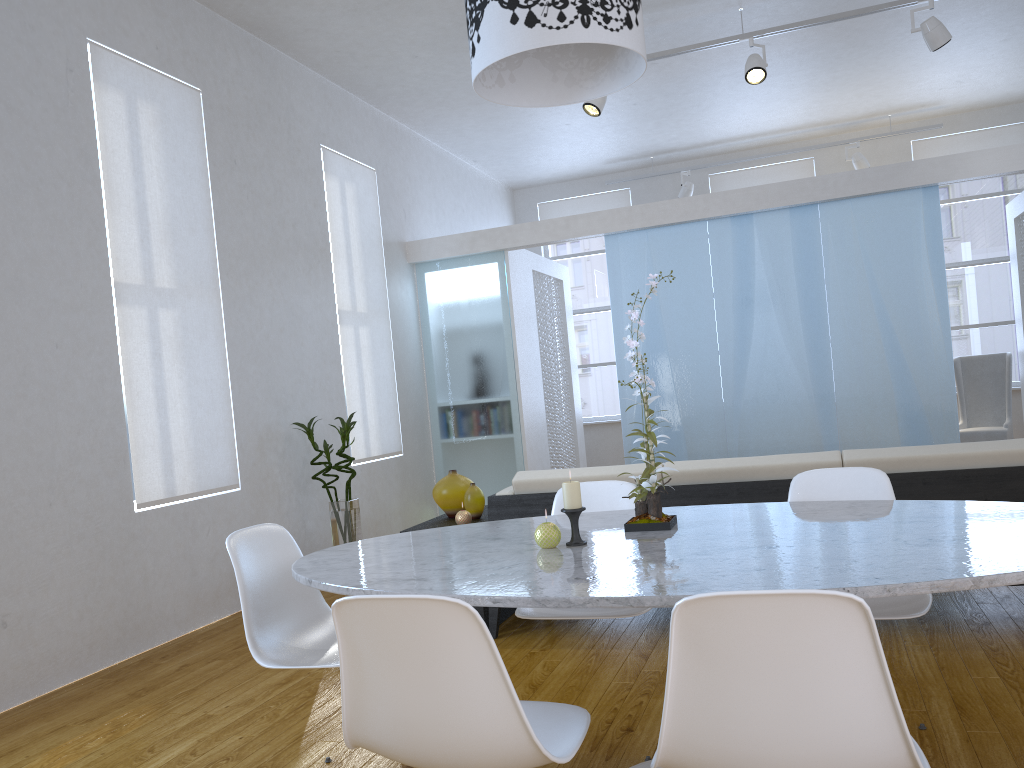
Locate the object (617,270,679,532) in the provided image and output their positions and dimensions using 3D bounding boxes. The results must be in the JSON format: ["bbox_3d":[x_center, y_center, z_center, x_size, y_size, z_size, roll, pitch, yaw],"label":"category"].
[{"bbox_3d":[0.312,0.046,2.194,0.201,0.638,0.166,-6,1,-43],"label":"object"}]

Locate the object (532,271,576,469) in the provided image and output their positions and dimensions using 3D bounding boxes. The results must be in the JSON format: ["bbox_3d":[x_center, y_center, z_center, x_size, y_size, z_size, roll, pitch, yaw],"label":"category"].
[{"bbox_3d":[0.383,0.037,7.872,0.051,2.017,0.922,-5,1,18],"label":"object"}]

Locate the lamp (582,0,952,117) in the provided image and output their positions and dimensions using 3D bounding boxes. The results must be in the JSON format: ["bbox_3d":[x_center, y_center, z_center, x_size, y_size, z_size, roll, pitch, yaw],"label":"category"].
[{"bbox_3d":[1.404,-2.065,5.472,3.120,0.487,0.205,-6,1,16],"label":"lamp"}]

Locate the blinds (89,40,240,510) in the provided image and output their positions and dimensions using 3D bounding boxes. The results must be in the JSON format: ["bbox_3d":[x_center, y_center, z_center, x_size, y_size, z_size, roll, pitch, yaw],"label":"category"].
[{"bbox_3d":[-1.668,-0.491,4.328,0.007,2.112,0.760,-5,1,19],"label":"blinds"}]

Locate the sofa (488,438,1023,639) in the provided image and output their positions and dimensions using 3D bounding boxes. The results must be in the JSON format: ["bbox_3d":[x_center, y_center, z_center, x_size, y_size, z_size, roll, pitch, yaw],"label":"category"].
[{"bbox_3d":[1.254,0.597,4.313,5.341,0.679,9.713,-6,-1,19],"label":"sofa"}]

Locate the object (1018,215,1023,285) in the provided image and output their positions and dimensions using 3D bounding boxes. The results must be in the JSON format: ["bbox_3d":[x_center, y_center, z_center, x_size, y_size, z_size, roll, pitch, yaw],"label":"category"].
[{"bbox_3d":[3.996,-0.321,6.638,0.051,2.017,0.922,-5,1,18],"label":"object"}]

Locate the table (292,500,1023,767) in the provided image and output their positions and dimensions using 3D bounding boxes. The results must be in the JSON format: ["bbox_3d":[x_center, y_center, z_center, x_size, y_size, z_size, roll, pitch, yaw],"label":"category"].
[{"bbox_3d":[0.404,0.663,2.018,1.911,0.623,1.069,-6,0,18],"label":"table"}]

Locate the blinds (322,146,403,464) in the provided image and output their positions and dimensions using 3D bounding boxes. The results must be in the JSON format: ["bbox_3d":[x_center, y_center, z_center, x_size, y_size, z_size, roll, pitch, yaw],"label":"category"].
[{"bbox_3d":[-1.035,-0.524,6.207,0.007,2.112,0.760,-5,1,19],"label":"blinds"}]

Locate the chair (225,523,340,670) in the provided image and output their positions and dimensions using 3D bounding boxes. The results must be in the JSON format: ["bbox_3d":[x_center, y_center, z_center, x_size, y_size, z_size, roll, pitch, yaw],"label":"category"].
[{"bbox_3d":[-0.498,0.540,2.310,0.419,0.352,0.405,-5,0,21],"label":"chair"}]

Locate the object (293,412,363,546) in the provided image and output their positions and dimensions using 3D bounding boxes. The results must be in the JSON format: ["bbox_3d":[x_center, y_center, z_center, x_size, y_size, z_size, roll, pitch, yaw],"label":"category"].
[{"bbox_3d":[-1.052,0.666,5.179,0.380,0.981,0.484,-6,1,-9],"label":"object"}]

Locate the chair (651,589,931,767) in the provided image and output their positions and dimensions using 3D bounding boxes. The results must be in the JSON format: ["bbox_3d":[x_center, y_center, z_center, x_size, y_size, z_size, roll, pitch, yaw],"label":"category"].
[{"bbox_3d":[0.407,0.441,1.358,0.406,0.352,0.419,-5,0,17],"label":"chair"}]

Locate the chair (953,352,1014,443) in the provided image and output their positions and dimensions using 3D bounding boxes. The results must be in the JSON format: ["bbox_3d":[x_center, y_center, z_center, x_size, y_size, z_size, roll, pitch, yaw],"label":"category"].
[{"bbox_3d":[3.989,0.233,7.520,0.472,0.961,0.378,-5,1,44],"label":"chair"}]

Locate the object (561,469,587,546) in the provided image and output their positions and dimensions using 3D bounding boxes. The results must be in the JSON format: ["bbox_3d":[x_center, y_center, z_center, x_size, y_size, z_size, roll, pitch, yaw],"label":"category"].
[{"bbox_3d":[0.142,0.286,2.068,0.059,0.176,0.059,-5,1,4],"label":"object"}]

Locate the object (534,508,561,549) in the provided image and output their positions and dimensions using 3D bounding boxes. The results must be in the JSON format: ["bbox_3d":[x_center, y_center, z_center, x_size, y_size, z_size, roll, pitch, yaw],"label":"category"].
[{"bbox_3d":[0.082,0.335,2.063,0.062,0.091,0.063,-6,0,-24],"label":"object"}]

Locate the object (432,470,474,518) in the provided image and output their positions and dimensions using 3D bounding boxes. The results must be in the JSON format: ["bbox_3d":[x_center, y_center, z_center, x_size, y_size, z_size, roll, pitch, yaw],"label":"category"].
[{"bbox_3d":[-0.264,0.505,4.098,0.207,0.215,0.207,-5,0,-30],"label":"object"}]

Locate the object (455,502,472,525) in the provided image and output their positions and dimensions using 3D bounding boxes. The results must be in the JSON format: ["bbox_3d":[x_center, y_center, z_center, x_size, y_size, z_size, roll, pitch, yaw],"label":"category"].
[{"bbox_3d":[-0.208,0.551,3.766,0.071,0.104,0.071,-6,1,-44],"label":"object"}]

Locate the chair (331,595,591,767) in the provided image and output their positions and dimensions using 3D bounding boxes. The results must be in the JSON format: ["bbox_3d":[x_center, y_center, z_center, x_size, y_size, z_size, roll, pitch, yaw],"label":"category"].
[{"bbox_3d":[-0.092,0.491,1.542,0.406,0.352,0.419,-5,0,21],"label":"chair"}]

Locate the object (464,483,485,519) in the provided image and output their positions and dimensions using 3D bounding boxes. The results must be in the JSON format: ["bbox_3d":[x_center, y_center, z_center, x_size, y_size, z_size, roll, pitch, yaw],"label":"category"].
[{"bbox_3d":[-0.168,0.522,3.956,0.095,0.160,0.096,-6,1,-30],"label":"object"}]

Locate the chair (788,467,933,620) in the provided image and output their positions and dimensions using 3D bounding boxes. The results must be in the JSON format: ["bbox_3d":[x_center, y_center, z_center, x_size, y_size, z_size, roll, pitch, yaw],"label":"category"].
[{"bbox_3d":[0.847,0.413,2.281,0.406,0.352,0.419,-5,0,22],"label":"chair"}]

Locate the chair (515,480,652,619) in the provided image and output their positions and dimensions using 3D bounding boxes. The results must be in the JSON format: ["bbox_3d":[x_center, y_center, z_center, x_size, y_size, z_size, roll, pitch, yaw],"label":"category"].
[{"bbox_3d":[0.213,0.476,2.520,0.406,0.352,0.419,-5,0,18],"label":"chair"}]

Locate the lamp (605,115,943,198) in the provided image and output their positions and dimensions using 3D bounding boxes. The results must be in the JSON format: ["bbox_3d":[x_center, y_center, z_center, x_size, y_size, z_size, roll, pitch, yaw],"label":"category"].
[{"bbox_3d":[2.435,-2.120,8.532,3.121,0.487,0.197,-6,1,17],"label":"lamp"}]

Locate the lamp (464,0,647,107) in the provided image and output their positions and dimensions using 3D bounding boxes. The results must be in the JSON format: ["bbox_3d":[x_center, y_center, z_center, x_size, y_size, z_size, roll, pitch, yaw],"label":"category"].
[{"bbox_3d":[0.036,-1.467,2.017,0.399,1.539,0.400,-6,1,-15],"label":"lamp"}]

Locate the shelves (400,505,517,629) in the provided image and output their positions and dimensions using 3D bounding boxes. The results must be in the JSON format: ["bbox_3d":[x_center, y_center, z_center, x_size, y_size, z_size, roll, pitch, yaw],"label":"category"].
[{"bbox_3d":[-0.177,0.832,4.073,0.349,0.451,0.729,-5,0,19],"label":"shelves"}]
